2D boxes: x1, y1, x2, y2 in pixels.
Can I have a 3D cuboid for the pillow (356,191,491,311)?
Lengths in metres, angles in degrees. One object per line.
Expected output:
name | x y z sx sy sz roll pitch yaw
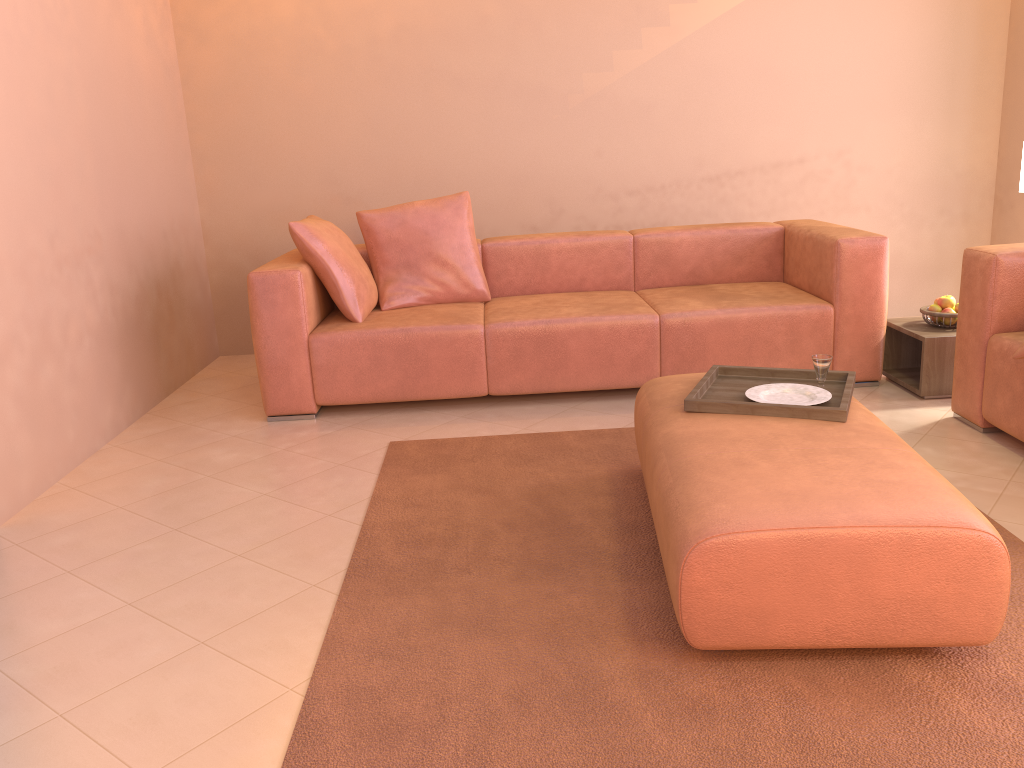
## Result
pillow | -0.431 -0.649 4.305 0.582 0.528 0.302 -8 16 -17

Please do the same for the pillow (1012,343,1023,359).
pillow | 1.916 -0.212 2.695 0.514 0.292 0.517 -12 17 -30

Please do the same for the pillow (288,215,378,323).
pillow | -0.808 -0.539 4.128 0.335 0.486 0.554 -4 15 -4

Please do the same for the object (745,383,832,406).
object | 0.800 0.038 2.571 0.240 0.018 0.240 -14 18 -35

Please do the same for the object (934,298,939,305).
object | 1.849 -0.351 3.823 0.054 0.046 0.047 -7 15 -14

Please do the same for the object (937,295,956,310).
object | 1.847 -0.345 3.769 0.068 0.061 0.069 -15 19 -38

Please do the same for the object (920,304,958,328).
object | 1.870 -0.286 3.789 0.235 0.071 0.235 -5 15 -8

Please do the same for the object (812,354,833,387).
object | 0.939 -0.039 2.689 0.061 0.091 0.061 -7 16 -16

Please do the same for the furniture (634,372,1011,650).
furniture | 0.719 0.247 2.431 0.685 0.301 1.291 -2 15 4

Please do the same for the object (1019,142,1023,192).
object | 2.399 -0.680 3.742 0.344 0.799 0.344 -9 16 -21

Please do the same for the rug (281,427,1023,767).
rug | 0.467 0.514 2.255 1.833 0.005 2.626 -3 15 -1

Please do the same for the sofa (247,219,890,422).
sofa | 0.248 -0.354 4.253 2.781 0.672 0.943 -3 15 -1

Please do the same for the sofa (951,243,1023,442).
sofa | 2.176 0.124 2.068 0.943 0.672 2.781 -3 15 -1

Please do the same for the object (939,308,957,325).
object | 1.842 -0.284 3.740 0.072 0.076 0.074 -1 15 9

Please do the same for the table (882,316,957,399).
table | 2.138 -0.138 3.840 0.918 0.268 0.412 -3 15 -1

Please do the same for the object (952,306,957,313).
object | 1.896 -0.300 3.789 0.076 0.065 0.077 0 15 10

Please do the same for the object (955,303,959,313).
object | 1.888 -0.317 3.728 0.051 0.053 0.045 3 16 22

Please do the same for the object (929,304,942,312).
object | 1.801 -0.315 3.773 0.045 0.047 0.055 -10 16 -23

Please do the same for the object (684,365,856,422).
object | 0.774 0.020 2.630 0.436 0.034 0.421 3 16 23
